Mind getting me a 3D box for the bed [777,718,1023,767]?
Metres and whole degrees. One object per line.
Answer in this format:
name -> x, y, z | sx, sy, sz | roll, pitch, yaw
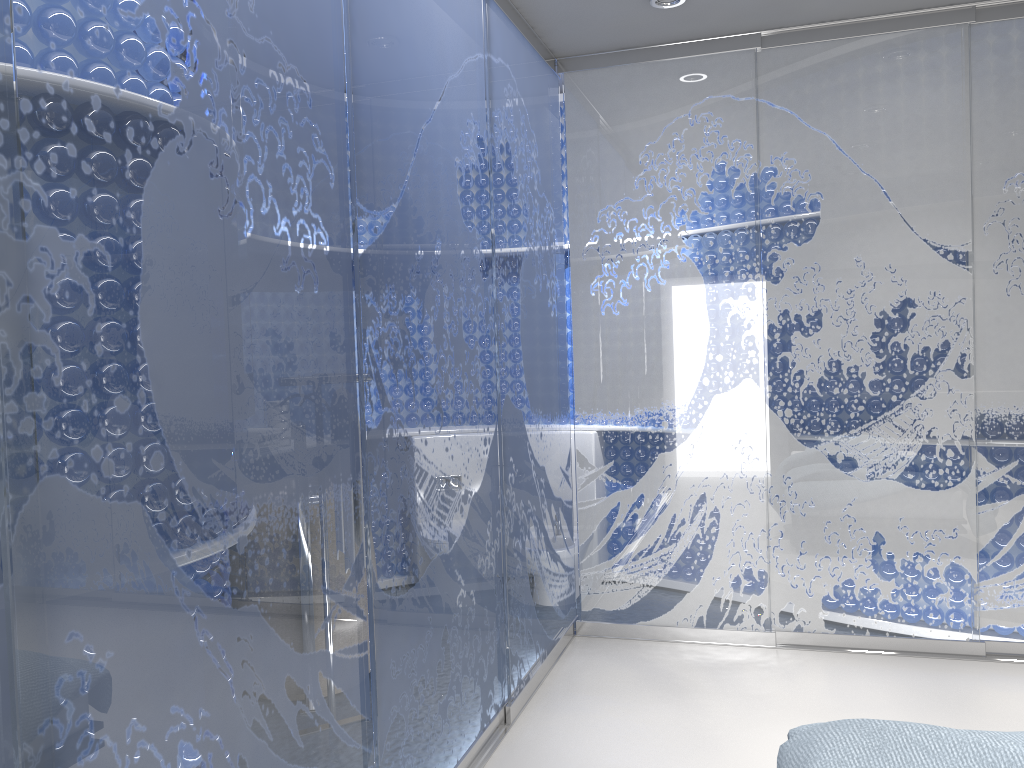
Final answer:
bed -> 0.947, 0.863, 1.032 | 1.411, 0.752, 2.319 | -1, 2, 17
